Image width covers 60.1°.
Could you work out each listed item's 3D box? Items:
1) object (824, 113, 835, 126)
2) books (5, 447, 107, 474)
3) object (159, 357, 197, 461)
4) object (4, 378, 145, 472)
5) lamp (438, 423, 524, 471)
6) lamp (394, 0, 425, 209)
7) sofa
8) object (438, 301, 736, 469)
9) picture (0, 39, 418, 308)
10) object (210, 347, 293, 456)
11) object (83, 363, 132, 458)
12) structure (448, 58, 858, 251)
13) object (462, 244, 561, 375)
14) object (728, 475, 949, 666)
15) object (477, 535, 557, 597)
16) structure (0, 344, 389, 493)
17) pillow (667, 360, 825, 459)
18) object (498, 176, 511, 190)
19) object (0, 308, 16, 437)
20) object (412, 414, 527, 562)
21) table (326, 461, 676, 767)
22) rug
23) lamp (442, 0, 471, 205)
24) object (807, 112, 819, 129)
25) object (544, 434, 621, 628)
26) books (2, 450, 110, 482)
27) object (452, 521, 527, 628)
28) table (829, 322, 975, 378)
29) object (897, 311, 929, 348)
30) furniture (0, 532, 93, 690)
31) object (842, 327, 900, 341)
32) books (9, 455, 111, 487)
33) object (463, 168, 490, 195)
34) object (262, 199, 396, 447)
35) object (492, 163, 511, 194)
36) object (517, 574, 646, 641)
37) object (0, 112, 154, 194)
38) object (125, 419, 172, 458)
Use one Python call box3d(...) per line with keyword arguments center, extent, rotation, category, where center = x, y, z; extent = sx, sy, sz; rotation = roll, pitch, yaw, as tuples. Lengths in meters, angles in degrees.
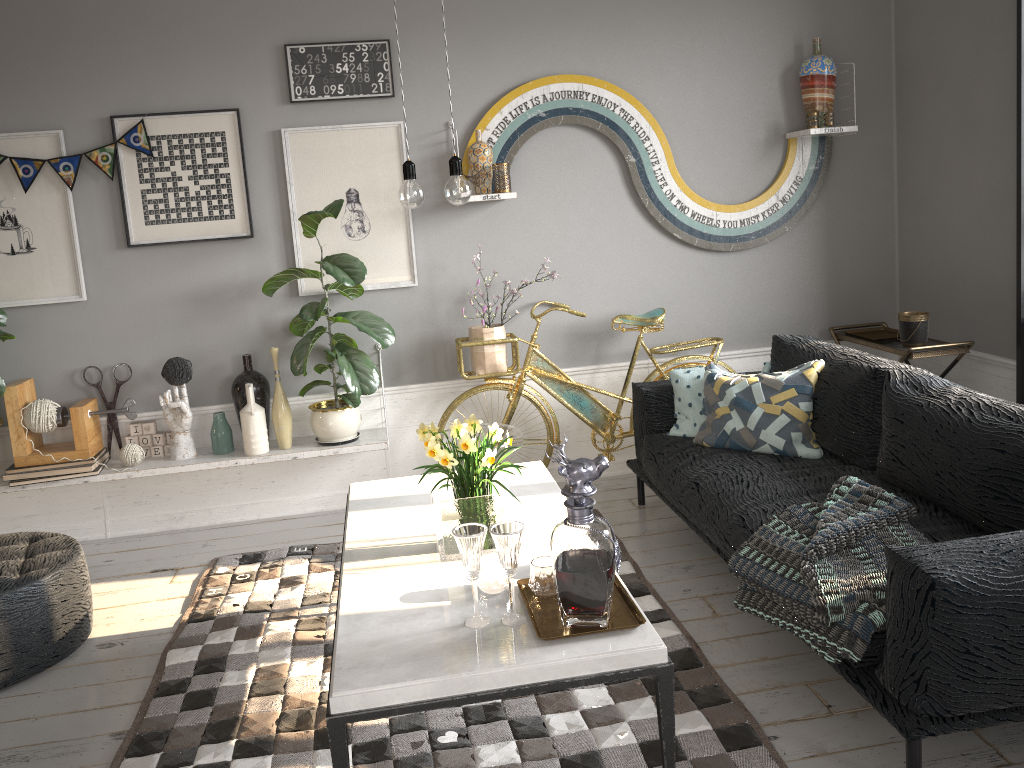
box3d(center=(1.575, -1.313, 4.393), extent=(0.050, 0.058, 0.050), rotation=(-8, 10, -18), category="object")
box3d(center=(-2.100, 0.352, 4.088), extent=(0.379, 0.017, 0.231), rotation=(-7, 12, -11), category="books")
box3d(center=(-1.559, 0.112, 4.153), extent=(0.155, 0.478, 0.137), rotation=(-6, 8, -8), category="object")
box3d(center=(-1.991, 0.186, 4.078), extent=(0.546, 0.436, 0.241), rotation=(-6, 9, -8), category="object")
box3d(center=(-0.149, 0.417, 4.160), extent=(0.432, 0.433, 0.437), rotation=(0, 11, 22), category="lamp")
box3d(center=(-0.844, -1.119, 1.966), extent=(1.405, 1.521, 0.074), rotation=(-12, 11, -39), category="lamp")
box3d(center=(1.155, 0.353, 3.155), extent=(0.971, 0.789, 2.364), rotation=(-6, 11, -8), category="sofa")
box3d(center=(0.422, 0.055, 4.416), extent=(1.629, 0.960, 0.430), rotation=(-8, 9, -17), category="object")
box3d(center=(-3.795, -0.249, 1.844), extent=(7.298, 1.777, 4.080), rotation=(-6, 11, -8), category="picture")
box3d(center=(-1.247, 0.078, 4.183), extent=(0.332, 0.483, 0.288), rotation=(4, 12, 42), category="object")
box3d(center=(-1.910, 0.134, 4.235), extent=(0.222, 0.459, 0.019), rotation=(-6, 8, -8), category="object")
box3d(center=(0.723, -1.097, 4.386), extent=(2.024, 0.947, 0.269), rotation=(-6, 8, -8), category="structure")
box3d(center=(-0.007, -0.367, 4.272), extent=(0.487, 0.635, 0.256), rotation=(-3, 9, 10), category="object")
box3d(center=(0.961, 0.522, 2.524), extent=(0.491, 0.326, 0.673), rotation=(-7, 11, -13), category="object")
box3d(center=(0.075, 0.471, 2.193), extent=(0.280, 0.086, 0.248), rotation=(-11, 13, -30), category="object")
box3d(center=(-1.976, 0.206, 4.113), extent=(2.778, 0.482, 0.311), rotation=(-6, 9, -8), category="structure")
box3d(center=(0.993, 0.066, 3.733), extent=(0.445, 0.358, 0.804), rotation=(-9, 12, -25), category="pillow")
box3d(center=(-0.035, -0.969, 4.298), extent=(0.063, 0.081, 0.063), rotation=(-10, 11, -32), category="object")
box3d(center=(-2.471, -0.013, 3.915), extent=(0.512, 0.954, 0.549), rotation=(-8, 9, -22), category="object")
box3d(center=(-0.117, 0.282, 2.517), extent=(0.325, 0.348, 0.355), rotation=(-5, 10, -6), category="object")
box3d(center=(-0.110, 0.706, 2.578), extent=(0.733, 0.506, 1.471), rotation=(-6, 11, -8), category="table")
box3d(center=(-0.281, 0.915, 2.809), extent=(1.771, 0.034, 2.552), rotation=(-6, 12, -8), category="rug")
box3d(center=(-0.711, -1.120, 1.924), extent=(1.405, 1.521, 0.074), rotation=(-12, 11, -39), category="lamp")
box3d(center=(1.503, -1.312, 4.417), extent=(0.060, 0.078, 0.060), rotation=(-8, 10, -19), category="object")
box3d(center=(0.161, 0.332, 2.002), extent=(0.155, 0.413, 0.150), rotation=(-3, 8, 11), category="object")
box3d(center=(-2.094, 0.376, 4.081), extent=(0.384, 0.029, 0.262), rotation=(-6, 12, -7), category="books")
box3d(center=(-0.046, 0.440, 2.036), extent=(0.167, 0.225, 0.083), rotation=(-4, 8, 3), category="object")
box3d(center=(1.932, 0.081, 4.438), extent=(0.339, 0.673, 0.750), rotation=(-6, 10, -8), category="table")
box3d(center=(1.896, -0.254, 4.183), extent=(0.141, 0.159, 0.140), rotation=(1, 11, 30), category="object")
box3d(center=(-1.901, 0.803, 3.144), extent=(0.738, 0.353, 0.741), rotation=(-9, 12, -21), category="furniture")
box3d(center=(1.885, -0.256, 4.545), extent=(0.247, 0.015, 0.321), rotation=(-6, 12, -8), category="object")
box3d(center=(-2.081, 0.397, 4.091), extent=(0.369, 0.021, 0.299), rotation=(-7, 12, -13), category="books")
box3d(center=(-0.193, -0.972, 4.178), extent=(0.197, 0.164, 0.061), rotation=(0, 10, 25), category="object")
box3d(center=(-0.851, -0.283, 4.165), extent=(0.567, 1.139, 0.420), rotation=(1, 10, 31), category="object")
box3d(center=(-0.049, -0.979, 4.214), extent=(0.086, 0.138, 0.086), rotation=(-7, 9, -15), category="object")
box3d(center=(0.155, 0.517, 2.090), extent=(0.247, 0.015, 0.321), rotation=(-6, 12, -8), category="object")
box3d(center=(-2.084, -1.048, 4.062), extent=(0.915, 0.336, 0.058), rotation=(-6, 8, -9), category="object")
box3d(center=(-1.716, 0.261, 4.244), extent=(0.265, 0.172, 0.079), rotation=(-5, 9, -2), category="object")
